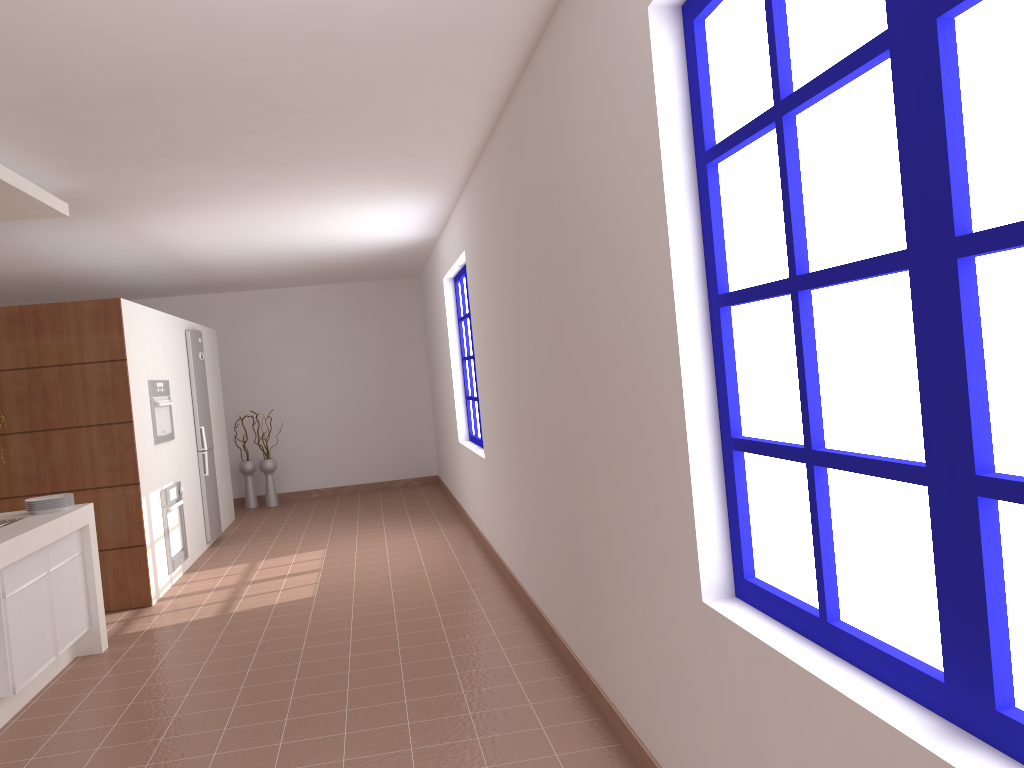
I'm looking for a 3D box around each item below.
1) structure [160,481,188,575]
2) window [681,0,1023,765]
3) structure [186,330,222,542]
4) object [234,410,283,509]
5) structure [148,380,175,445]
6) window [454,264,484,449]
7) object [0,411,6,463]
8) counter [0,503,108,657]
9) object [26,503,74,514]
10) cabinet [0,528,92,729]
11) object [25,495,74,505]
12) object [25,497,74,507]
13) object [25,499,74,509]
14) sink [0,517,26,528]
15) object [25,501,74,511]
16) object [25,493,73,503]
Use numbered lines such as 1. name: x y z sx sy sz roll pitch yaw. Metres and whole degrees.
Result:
1. structure: -2.469 1.042 6.525 0.058 0.592 0.596 -6 1 -9
2. window: 0.630 -0.193 1.306 0.035 1.430 1.699 -6 1 -9
3. structure: -2.751 0.445 7.976 0.089 1.862 0.604 -6 1 -9
4. object: -2.809 0.842 10.060 0.655 1.112 0.284 -5 1 10
5. structure: -2.545 0.196 6.507 0.056 0.454 0.614 -6 1 -9
6. window: -0.286 -0.214 6.931 0.035 1.430 1.699 -6 1 -9
7. object: -3.338 -0.033 5.580 0.279 1.344 0.297 -5 1 40
8. counter: -2.478 1.090 3.724 0.821 0.800 2.156 -6 1 -9
9. object: -2.415 0.653 4.641 0.228 0.020 0.228 -6 1 -27
10. cabinet: -2.460 1.139 3.670 0.737 0.700 2.048 -6 1 -9
11. object: -2.419 0.613 4.640 0.228 0.020 0.228 -6 1 -27
12. object: -2.418 0.623 4.640 0.228 0.020 0.228 -6 1 -27
13. object: -2.417 0.633 4.641 0.228 0.020 0.228 -6 1 -27
14. sink: -2.588 0.685 4.131 0.404 0.368 0.668 -6 1 -9
15. object: -2.416 0.643 4.641 0.228 0.020 0.228 -6 1 -27
16. object: -2.420 0.603 4.640 0.228 0.020 0.228 -6 1 -27
